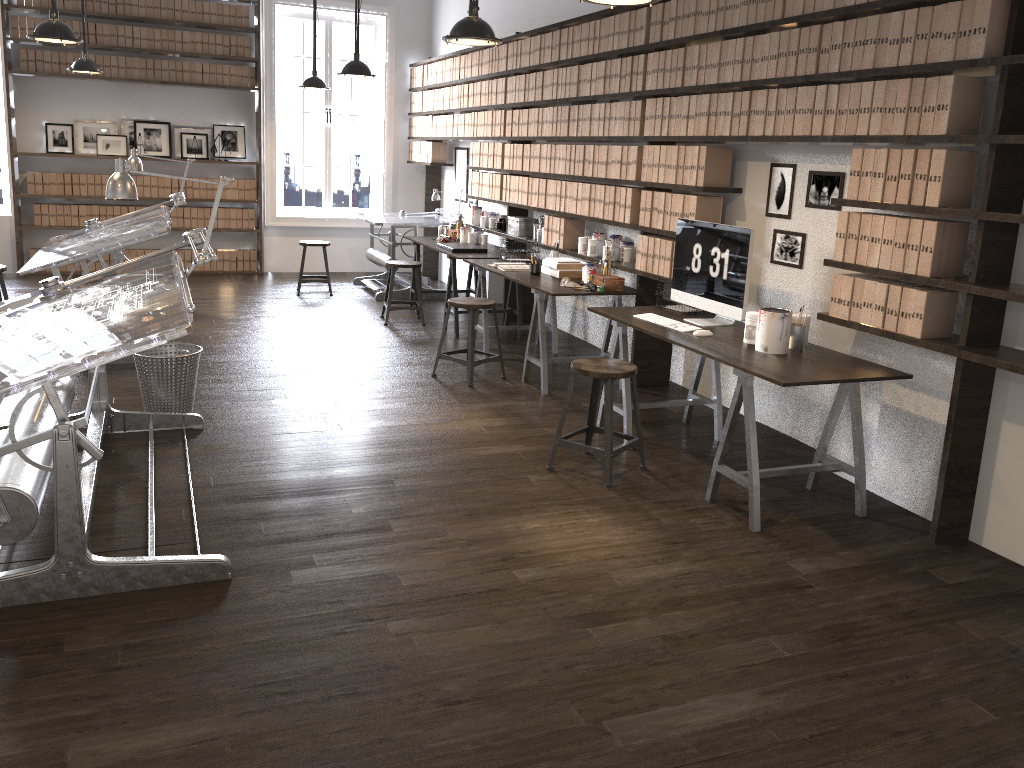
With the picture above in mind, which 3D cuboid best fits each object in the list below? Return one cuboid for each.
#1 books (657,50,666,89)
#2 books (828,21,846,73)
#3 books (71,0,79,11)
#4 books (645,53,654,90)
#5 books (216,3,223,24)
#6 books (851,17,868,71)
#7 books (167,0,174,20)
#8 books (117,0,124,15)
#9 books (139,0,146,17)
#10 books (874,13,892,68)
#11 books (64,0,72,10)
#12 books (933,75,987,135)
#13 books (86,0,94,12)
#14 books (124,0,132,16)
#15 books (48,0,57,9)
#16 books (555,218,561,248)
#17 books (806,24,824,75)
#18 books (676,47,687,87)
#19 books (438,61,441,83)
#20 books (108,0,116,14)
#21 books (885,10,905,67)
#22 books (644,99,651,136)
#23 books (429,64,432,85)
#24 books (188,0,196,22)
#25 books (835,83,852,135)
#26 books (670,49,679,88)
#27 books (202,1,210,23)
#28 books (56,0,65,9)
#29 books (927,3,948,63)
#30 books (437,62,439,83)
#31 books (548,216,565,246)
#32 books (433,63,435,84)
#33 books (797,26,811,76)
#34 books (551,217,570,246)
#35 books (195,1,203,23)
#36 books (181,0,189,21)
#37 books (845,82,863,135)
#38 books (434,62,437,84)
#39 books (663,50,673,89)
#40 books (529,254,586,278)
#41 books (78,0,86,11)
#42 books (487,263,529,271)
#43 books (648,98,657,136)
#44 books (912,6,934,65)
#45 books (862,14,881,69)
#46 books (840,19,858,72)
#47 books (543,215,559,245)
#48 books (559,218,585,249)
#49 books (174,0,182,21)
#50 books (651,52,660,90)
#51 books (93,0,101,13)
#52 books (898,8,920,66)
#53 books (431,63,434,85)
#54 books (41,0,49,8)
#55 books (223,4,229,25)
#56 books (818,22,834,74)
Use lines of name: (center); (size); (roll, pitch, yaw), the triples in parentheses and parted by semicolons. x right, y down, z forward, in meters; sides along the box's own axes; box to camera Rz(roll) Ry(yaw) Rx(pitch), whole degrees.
books: (0.966, -1.866, 5.291); (0.174, 0.223, 0.067); (-2, 13, -22)
books: (1.515, -1.495, 3.957); (0.174, 0.223, 0.067); (-2, 13, -22)
books: (-4.472, -3.924, 9.067); (0.067, 0.223, 0.176); (-2, 14, -22)
books: (0.916, -1.902, 5.424); (0.174, 0.223, 0.067); (-2, 13, -22)
books: (-3.172, -3.995, 9.589); (0.067, 0.223, 0.176); (-2, 14, -22)
books: (1.571, -1.459, 3.830); (0.174, 0.223, 0.067); (-2, 13, -22)
books: (-3.624, -3.969, 9.402); (0.067, 0.223, 0.176); (-2, 14, -22)
books: (-4.079, -3.944, 9.221); (0.067, 0.223, 0.176); (-2, 14, -22)
books: (-3.883, -3.955, 9.302); (0.067, 0.223, 0.176); (-2, 14, -22)
books: (1.620, -1.425, 3.708); (0.174, 0.223, 0.067); (-2, 13, -22)
books: (-4.530, -3.920, 9.042); (0.067, 0.223, 0.176); (-2, 14, -22)
books: (1.737, -1.075, 3.436); (0.174, 0.223, 0.067); (-2, 13, -22)
books: (-4.348, -3.931, 9.118); (0.067, 0.223, 0.176); (-2, 14, -22)
books: (-4.012, -3.949, 9.253); (0.067, 0.223, 0.176); (-2, 14, -22)
books: (-4.663, -3.913, 8.990); (0.067, 0.223, 0.176); (-2, 14, -22)
books: (0.421, -1.147, 6.720); (0.174, 0.223, 0.067); (-2, 13, -22)
books: (1.460, -1.531, 4.089); (0.174, 0.223, 0.067); (-2, 13, -22)
books: (1.043, -1.815, 5.108); (0.174, 0.223, 0.067); (-2, 13, -22)
books: (-0.677, -3.261, 9.291); (0.174, 0.223, 0.067); (-2, 13, -22)
books: (-4.151, -3.942, 9.198); (0.067, 0.223, 0.176); (-2, 14, -22)
books: (1.642, -1.409, 3.650); (0.174, 0.223, 0.067); (-2, 13, -22)
books: (0.912, -1.637, 5.458); (0.174, 0.223, 0.067); (-2, 13, -22)
books: (-0.804, -3.347, 9.597); (0.174, 0.223, 0.067); (-2, 13, -22)
books: (-3.428, -3.981, 9.489); (0.067, 0.223, 0.176); (-2, 14, -22)
books: (1.538, -1.214, 3.938); (0.174, 0.223, 0.067); (-2, 13, -22)
books: (1.020, -1.834, 5.177); (0.174, 0.223, 0.067); (-2, 13, -22)
books: (-3.296, -3.987, 9.536); (0.067, 0.223, 0.176); (-2, 14, -22)
books: (-4.596, -3.916, 9.013); (0.067, 0.223, 0.176); (-2, 14, -22)
books: (1.724, -1.356, 3.459); (0.174, 0.223, 0.067); (-2, 13, -22)
books: (-0.699, -3.277, 9.348); (0.174, 0.223, 0.067); (-2, 13, -22)
books: (0.372, -1.183, 6.850); (0.174, 0.223, 0.067); (-2, 13, -22)
books: (-0.748, -3.311, 9.470); (0.174, 0.223, 0.067); (-2, 13, -22)
books: (1.438, -1.550, 4.158); (0.174, 0.223, 0.067); (-2, 13, -22)
books: (0.399, -1.165, 6.786); (0.174, 0.223, 0.067); (-2, 13, -22)
books: (-3.363, -3.985, 9.513); (0.067, 0.223, 0.176); (-2, 14, -22)
books: (-3.491, -3.977, 9.459); (0.067, 0.223, 0.176); (-2, 14, -22)
books: (1.562, -1.196, 3.874); (0.174, 0.223, 0.067); (-2, 13, -22)
books: (-0.728, -3.294, 9.407); (0.174, 0.223, 0.067); (-2, 13, -22)
books: (0.994, -1.850, 5.236); (0.174, 0.223, 0.067); (-2, 13, -22)
books: (0.315, -0.824, 6.153); (0.385, 0.146, 0.297); (-3, 15, -22)
books: (-4.408, -3.926, 9.087); (0.067, 0.223, 0.176); (-2, 14, -22)
books: (0.000, -0.861, 6.457); (0.256, 0.029, 0.358); (-3, 16, -21)
books: (0.931, -1.620, 5.399); (0.174, 0.223, 0.067); (-2, 13, -22)
books: (1.697, -1.373, 3.522); (0.174, 0.223, 0.067); (-2, 13, -22)
books: (1.591, -1.442, 3.767); (0.174, 0.223, 0.067); (-2, 13, -22)
books: (1.545, -1.477, 3.894); (0.174, 0.223, 0.067); (-2, 13, -22)
books: (0.342, -1.200, 6.909); (0.174, 0.223, 0.067); (-2, 13, -22)
books: (0.452, -1.129, 6.657); (0.174, 0.223, 0.067); (-2, 13, -22)
books: (-3.557, -3.972, 9.429); (0.067, 0.223, 0.176); (-2, 14, -22)
books: (0.939, -1.884, 5.357); (0.174, 0.223, 0.067); (-2, 13, -22)
books: (-4.282, -3.934, 9.144); (0.067, 0.223, 0.176); (-2, 14, -22)
books: (1.667, -1.391, 3.584); (0.174, 0.223, 0.067); (-2, 13, -22)
books: (-0.774, -3.329, 9.534); (0.174, 0.223, 0.067); (-2, 13, -22)
books: (-4.728, -3.910, 8.966); (0.067, 0.223, 0.176); (-2, 14, -22)
books: (-3.108, -3.997, 9.610); (0.067, 0.223, 0.176); (-2, 14, -22)
books: (1.493, -1.513, 4.023); (0.174, 0.223, 0.067); (-2, 13, -22)
